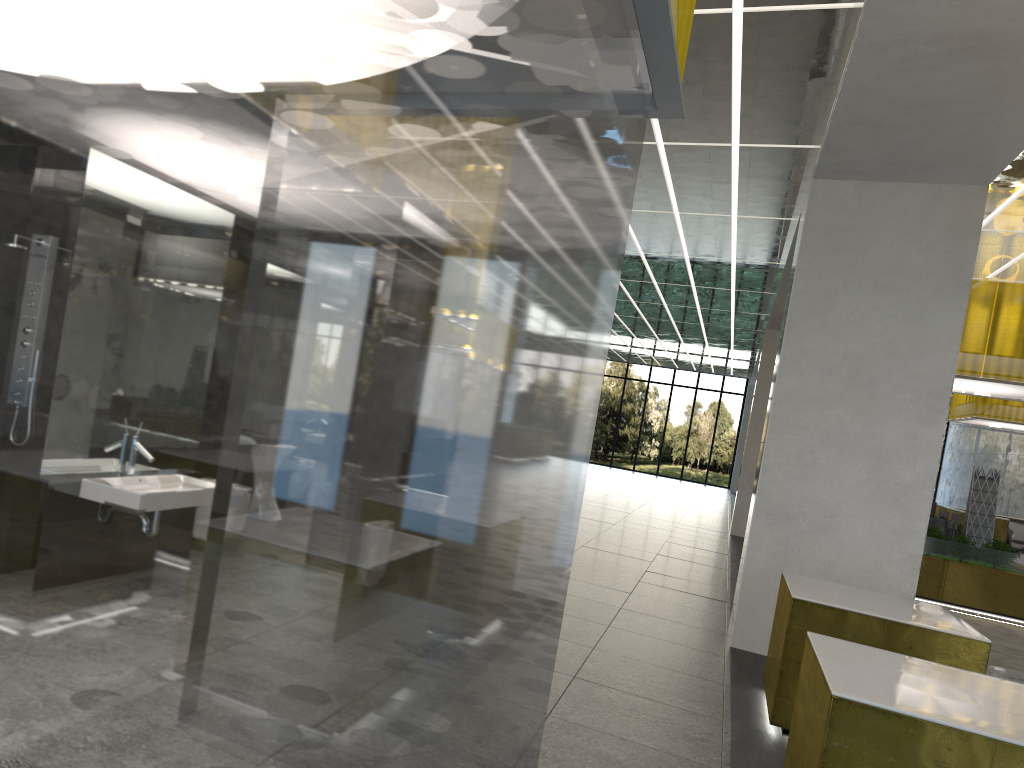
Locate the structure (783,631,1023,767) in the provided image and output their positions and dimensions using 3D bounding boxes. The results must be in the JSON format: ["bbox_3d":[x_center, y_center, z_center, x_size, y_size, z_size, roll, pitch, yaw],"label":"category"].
[{"bbox_3d":[2.271,2.221,4.560,1.404,1.174,1.409,9,-1,19],"label":"structure"}]

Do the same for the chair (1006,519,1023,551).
[{"bbox_3d":[14.405,4.641,24.525,1.192,1.495,0.968,10,0,44],"label":"chair"}]

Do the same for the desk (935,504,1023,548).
[{"bbox_3d":[14.319,4.639,24.717,3.308,1.509,3.400,9,-1,19],"label":"desk"}]

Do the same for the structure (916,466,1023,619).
[{"bbox_3d":[8.612,2.854,17.926,3.976,2.572,5.029,9,-1,18],"label":"structure"}]

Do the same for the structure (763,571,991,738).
[{"bbox_3d":[2.954,2.415,7.228,1.404,1.174,1.409,9,-1,19],"label":"structure"}]

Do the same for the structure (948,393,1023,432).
[{"bbox_3d":[15.027,0.180,24.639,3.348,2.271,3.041,9,-1,20],"label":"structure"}]

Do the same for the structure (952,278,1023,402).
[{"bbox_3d":[8.896,-1.074,16.650,3.348,2.271,3.165,9,-1,20],"label":"structure"}]
